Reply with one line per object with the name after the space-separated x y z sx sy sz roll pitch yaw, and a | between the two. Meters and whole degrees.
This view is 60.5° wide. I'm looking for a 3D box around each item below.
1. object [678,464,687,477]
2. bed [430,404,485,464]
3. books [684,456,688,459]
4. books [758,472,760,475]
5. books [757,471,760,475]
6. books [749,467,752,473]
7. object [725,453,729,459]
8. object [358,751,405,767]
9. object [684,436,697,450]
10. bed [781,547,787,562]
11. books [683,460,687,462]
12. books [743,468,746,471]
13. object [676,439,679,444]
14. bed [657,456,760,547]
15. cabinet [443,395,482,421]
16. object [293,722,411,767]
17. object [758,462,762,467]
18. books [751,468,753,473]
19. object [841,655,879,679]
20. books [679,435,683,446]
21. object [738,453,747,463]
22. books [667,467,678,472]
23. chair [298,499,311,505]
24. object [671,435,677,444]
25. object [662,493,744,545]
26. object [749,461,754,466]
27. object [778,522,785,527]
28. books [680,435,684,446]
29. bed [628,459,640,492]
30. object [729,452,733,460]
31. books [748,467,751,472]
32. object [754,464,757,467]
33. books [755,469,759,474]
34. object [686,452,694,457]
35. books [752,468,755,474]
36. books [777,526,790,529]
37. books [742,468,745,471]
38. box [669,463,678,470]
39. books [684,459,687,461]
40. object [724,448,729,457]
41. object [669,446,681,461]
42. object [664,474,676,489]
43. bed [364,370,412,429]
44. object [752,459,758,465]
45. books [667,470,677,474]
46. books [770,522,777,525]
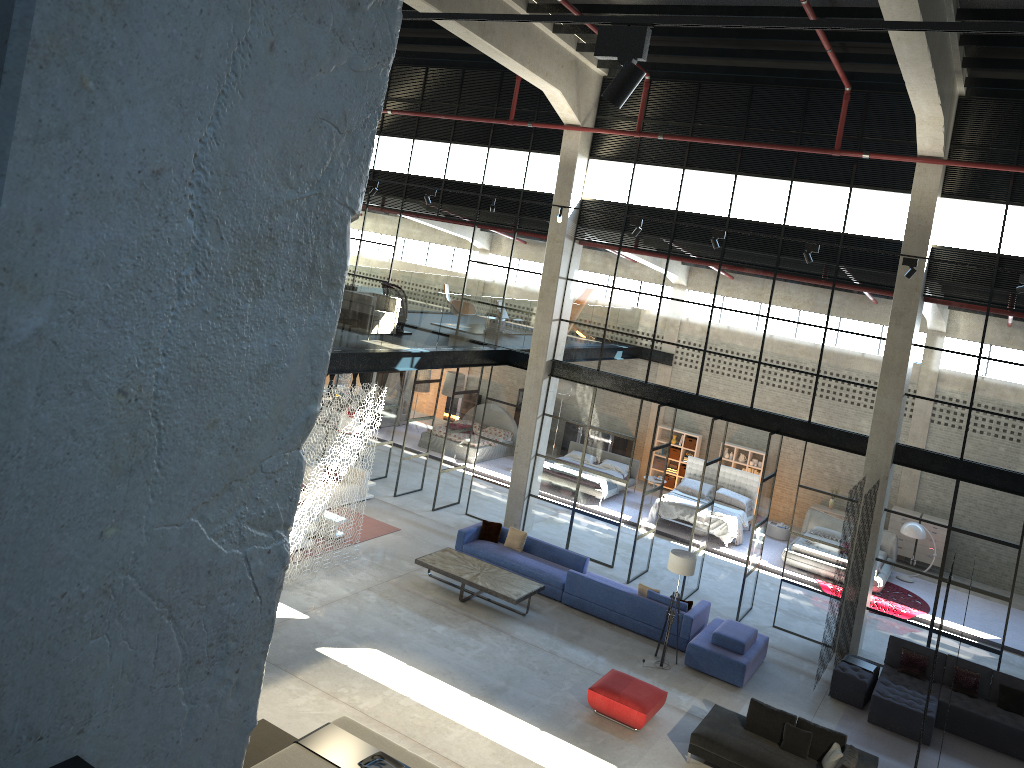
4.967 2.483 24.979 0.328 0.296 0.322 13 5 29 | object
-1.175 1.290 25.306 2.056 1.275 2.331 14 7 29 | bed
5.054 2.115 24.987 0.259 0.047 0.212 15 9 29 | books
6.742 2.544 23.976 0.022 0.274 0.251 10 4 29 | books
6.727 2.531 23.995 0.027 0.287 0.251 10 3 29 | books
6.562 2.465 24.094 0.059 0.333 0.251 10 3 29 | books
5.976 1.995 24.380 0.111 0.156 0.109 13 4 40 | object
-1.370 4.002 9.174 0.391 0.036 0.384 15 10 32 | object
5.117 1.685 24.970 0.328 0.296 0.322 13 5 29 | object
7.614 3.787 20.290 2.271 0.921 2.546 14 9 29 | bed
5.040 2.193 24.988 0.259 0.071 0.213 14 9 29 | books
6.377 2.457 24.148 0.061 0.265 0.185 10 3 29 | books
4.758 1.660 25.249 0.184 0.131 0.187 9 6 -7 | object
4.773 2.844 21.625 2.246 1.413 2.308 13 7 28 | bed
-1.636 0.832 28.801 1.054 1.158 0.446 12 2 29 | cabinet
-1.600 4.015 9.294 1.492 0.086 0.533 15 10 29 | object
6.813 2.205 24.033 0.140 0.137 0.144 6 6 -43 | object
6.605 2.473 24.089 0.065 0.334 0.251 10 3 29 | books
5.566 4.517 14.054 0.525 0.099 0.299 16 9 34 | object
4.878 1.603 25.149 0.088 0.319 0.251 11 3 29 | books
6.363 2.044 24.203 0.164 0.250 0.168 9 3 -16 | object
4.630 2.456 25.206 0.286 0.055 0.229 15 9 29 | books
-4.002 2.324 16.512 0.272 0.321 0.394 12 6 31 | chair
4.645 1.597 25.146 0.155 0.247 0.153 11 3 21 | object
4.486 3.199 21.206 2.312 0.657 0.648 15 6 32 | object
6.562 2.174 24.022 0.117 0.112 0.115 13 5 32 | object
6.742 3.513 21.905 0.171 0.090 0.167 16 9 42 | object
4.907 1.611 25.132 0.088 0.319 0.251 11 3 29 | books
1.965 2.340 23.428 2.285 0.866 2.387 14 9 29 | bed
6.094 1.991 24.389 0.099 0.203 0.101 9 2 -33 | object
6.523 2.455 24.117 0.069 0.334 0.251 10 3 29 | books
6.652 2.224 23.966 0.065 0.063 0.066 9 5 -13 | object
6.687 2.500 24.020 0.036 0.332 0.251 10 3 29 | books
5.082 2.031 24.985 0.263 0.133 0.058 14 3 30 | object
6.624 2.477 24.058 0.056 0.341 0.251 10 3 29 | books
6.765 3.551 21.881 0.231 0.046 0.299 16 10 35 | books
6.343 2.443 24.163 0.090 0.275 0.185 11 3 29 | books
4.654 2.375 25.223 0.216 0.108 0.131 14 6 29 | box
5.044 2.172 24.989 0.255 0.025 0.207 15 10 29 | books
5.985 1.920 24.514 0.094 0.262 0.095 10 1 -10 | object
4.707 1.991 25.171 0.328 0.296 0.322 13 5 29 | object
4.557 2.801 25.179 0.328 0.296 0.322 13 5 29 | object
-4.496 0.050 26.932 2.276 2.074 2.301 13 6 29 | bed
6.674 2.151 24.116 0.174 0.169 0.176 10 5 -3 | object
4.621 2.512 25.206 0.313 0.055 0.229 15 9 29 | books
6.578 3.503 22.048 0.136 0.021 0.192 15 10 29 | books
